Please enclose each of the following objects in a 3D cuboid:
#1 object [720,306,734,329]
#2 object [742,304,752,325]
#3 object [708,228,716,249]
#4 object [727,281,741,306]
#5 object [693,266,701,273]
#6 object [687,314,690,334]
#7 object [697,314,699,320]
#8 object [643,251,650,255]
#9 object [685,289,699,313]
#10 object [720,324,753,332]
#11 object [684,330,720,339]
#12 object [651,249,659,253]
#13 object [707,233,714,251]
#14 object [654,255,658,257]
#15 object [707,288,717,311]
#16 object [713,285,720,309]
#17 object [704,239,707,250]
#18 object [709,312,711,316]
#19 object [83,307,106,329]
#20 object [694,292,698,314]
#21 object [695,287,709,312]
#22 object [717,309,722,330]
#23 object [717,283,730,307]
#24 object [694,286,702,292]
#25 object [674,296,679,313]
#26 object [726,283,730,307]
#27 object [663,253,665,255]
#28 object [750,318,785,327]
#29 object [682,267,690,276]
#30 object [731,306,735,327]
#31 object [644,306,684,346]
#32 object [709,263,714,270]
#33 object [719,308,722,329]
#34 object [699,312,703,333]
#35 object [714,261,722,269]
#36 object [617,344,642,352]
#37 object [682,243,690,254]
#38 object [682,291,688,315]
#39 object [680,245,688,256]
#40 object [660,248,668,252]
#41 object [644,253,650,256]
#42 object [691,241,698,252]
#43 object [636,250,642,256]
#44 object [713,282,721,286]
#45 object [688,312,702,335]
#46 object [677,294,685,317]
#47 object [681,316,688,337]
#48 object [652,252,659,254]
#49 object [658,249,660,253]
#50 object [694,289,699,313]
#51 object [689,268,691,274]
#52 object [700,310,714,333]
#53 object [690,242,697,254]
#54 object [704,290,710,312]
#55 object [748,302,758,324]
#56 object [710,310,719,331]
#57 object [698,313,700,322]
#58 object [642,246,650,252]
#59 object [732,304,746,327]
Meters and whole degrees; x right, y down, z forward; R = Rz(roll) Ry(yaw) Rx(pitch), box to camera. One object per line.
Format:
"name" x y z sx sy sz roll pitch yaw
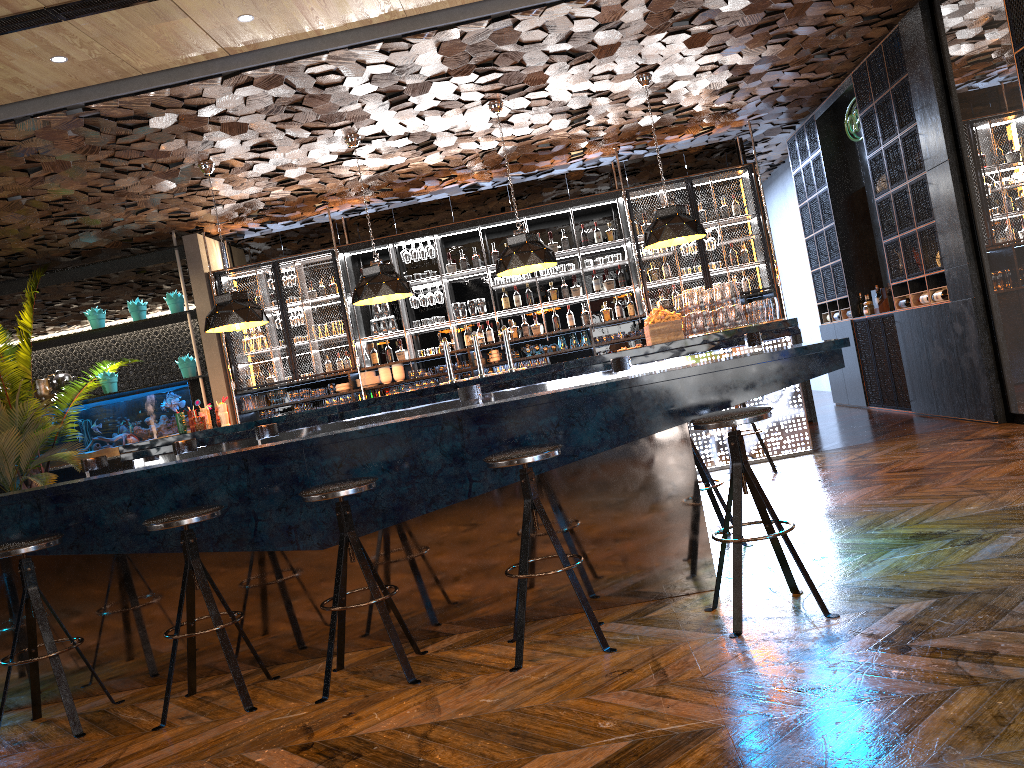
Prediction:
"object" 1.870 -0.571 7.736 0.105 0.209 0.105 -11 0 29
"object" 2.192 -0.632 8.202 0.105 0.209 0.105 -11 0 -21
"object" 2.387 -1.745 10.631 0.092 0.244 0.092 -11 0 -2
"object" 1.944 -0.798 7.793 0.105 0.209 0.105 -11 0 29
"object" 2.243 -1.376 10.710 0.089 0.092 0.089 -11 0 4
"object" 1.611 -0.523 7.859 0.105 0.209 0.105 -11 0 29
"object" 1.718 -0.544 8.199 0.105 0.209 0.105 -11 0 29
"object" 1.616 -1.611 10.696 0.089 0.092 0.089 -11 0 29
"object" 1.577 -0.729 7.803 0.105 0.209 0.105 -11 0 29
"object" 1.957 -0.490 7.871 0.273 0.019 0.437 -11 0 4
"object" 1.679 -0.437 7.880 0.273 0.019 0.437 -11 0 4
"object" 1.721 -1.629 10.714 0.089 0.092 0.089 -11 0 29
"object" 2.397 -1.747 10.796 0.092 0.244 0.092 -11 0 -2
"object" 1.766 -1.617 10.869 0.089 0.092 0.089 -11 0 -36
"object" 1.870 -0.786 8.241 0.105 0.209 0.105 -11 0 29
"object" 1.853 -0.781 7.911 0.105 0.209 0.105 -11 0 29
"object" 2.285 -1.725 10.638 0.092 0.244 0.092 -11 0 -2
"object" 1.905 -0.580 8.298 0.105 0.209 0.105 -11 0 29
"object" -5.218 -0.815 11.125 0.265 0.325 0.245 -11 0 -32
"object" 1.682 -0.750 8.249 0.105 0.209 0.105 -11 0 29
"object" 1.666 -0.746 7.802 0.105 0.209 0.105 -11 0 29
"object" 1.896 -0.577 7.969 0.105 0.209 0.105 -11 0 29
"object" 1.855 -0.781 7.794 0.105 0.209 0.105 -11 0 29
"object" 2.250 -1.064 10.651 0.105 0.209 0.105 -11 0 -11
"object" 1.590 -0.733 8.367 0.105 0.209 0.105 -11 0 29
"object" 1.963 -0.802 7.909 0.105 0.209 0.105 -11 0 29
"object" 1.864 -1.635 10.857 0.089 0.092 0.089 -11 0 29
"object" 2.233 -0.542 7.866 0.273 0.019 0.437 -11 0 4
"object" 2.090 -1.347 10.663 0.089 0.092 0.089 -11 0 -12
"object" 1.997 -0.596 7.851 0.105 0.209 0.105 -11 0 29
"object" 1.348 -0.529 7.883 0.340 0.332 0.464 -11 0 7
"object" 2.380 -1.402 10.640 0.089 0.092 0.089 -11 0 -12
"object" 1.889 -0.575 7.850 0.105 0.209 0.105 -11 0 29
"object" 1.719 -0.543 7.860 0.105 0.209 0.105 -11 0 29
"object" 2.480 -1.421 10.679 0.089 0.092 0.089 -11 0 -12
"object" 1.027 -0.314 7.810 0.198 0.045 0.377 -11 0 42
"object" 2.080 -1.687 10.651 0.092 0.244 0.092 -11 0 -2
"object" 1.575 -0.729 7.920 0.105 0.209 0.105 -11 0 29
"object" 2.090 -1.689 10.816 0.092 0.244 0.092 -11 0 -2
"object" 1.831 -1.629 10.695 0.089 0.092 0.089 -11 0 -36
"object" 1.620 -1.589 10.696 0.089 0.092 0.089 -11 0 29
"object" 2.188 -1.707 10.644 0.092 0.244 0.092 -11 0 -2
"object" 1.525 -1.571 10.736 0.089 0.092 0.089 -11 0 -41
"object" 2.475 -1.107 10.639 0.105 0.209 0.105 -11 0 -11
"object" 1.592 -0.519 7.745 0.105 0.209 0.105 -11 0 29
"object" 1.592 -0.733 8.251 0.105 0.209 0.105 -11 0 29
"object" 1.608 -0.523 8.193 0.105 0.209 0.105 -11 0 29
"object" 1.725 -1.609 10.714 0.089 0.092 0.089 -11 0 29
"object" 1.762 -1.637 10.869 0.089 0.092 0.089 -11 0 -11
"object" 1.685 -0.749 7.918 0.105 0.209 0.105 -11 0 29
"object" 2.133 -1.356 10.761 0.089 0.092 0.089 -11 0 -30
"object" 1.702 -0.540 7.751 0.105 0.209 0.105 -11 0 29
"object" 2.198 -1.710 10.809 0.092 0.244 0.092 -11 0 -2
"object" 1.868 -0.786 8.358 0.105 0.209 0.105 -11 0 29
"object" 2.188 -0.630 7.984 0.105 0.209 0.105 -11 0 29
"object" 1.886 -0.576 8.183 0.105 0.209 0.105 -11 0 29
"object" 1.734 -0.546 7.981 0.105 0.209 0.105 -11 0 29
"object" 1.611 -1.636 10.696 0.089 0.092 0.089 -11 0 29
"object" 1.980 -0.592 7.742 0.105 0.209 0.105 -11 0 29
